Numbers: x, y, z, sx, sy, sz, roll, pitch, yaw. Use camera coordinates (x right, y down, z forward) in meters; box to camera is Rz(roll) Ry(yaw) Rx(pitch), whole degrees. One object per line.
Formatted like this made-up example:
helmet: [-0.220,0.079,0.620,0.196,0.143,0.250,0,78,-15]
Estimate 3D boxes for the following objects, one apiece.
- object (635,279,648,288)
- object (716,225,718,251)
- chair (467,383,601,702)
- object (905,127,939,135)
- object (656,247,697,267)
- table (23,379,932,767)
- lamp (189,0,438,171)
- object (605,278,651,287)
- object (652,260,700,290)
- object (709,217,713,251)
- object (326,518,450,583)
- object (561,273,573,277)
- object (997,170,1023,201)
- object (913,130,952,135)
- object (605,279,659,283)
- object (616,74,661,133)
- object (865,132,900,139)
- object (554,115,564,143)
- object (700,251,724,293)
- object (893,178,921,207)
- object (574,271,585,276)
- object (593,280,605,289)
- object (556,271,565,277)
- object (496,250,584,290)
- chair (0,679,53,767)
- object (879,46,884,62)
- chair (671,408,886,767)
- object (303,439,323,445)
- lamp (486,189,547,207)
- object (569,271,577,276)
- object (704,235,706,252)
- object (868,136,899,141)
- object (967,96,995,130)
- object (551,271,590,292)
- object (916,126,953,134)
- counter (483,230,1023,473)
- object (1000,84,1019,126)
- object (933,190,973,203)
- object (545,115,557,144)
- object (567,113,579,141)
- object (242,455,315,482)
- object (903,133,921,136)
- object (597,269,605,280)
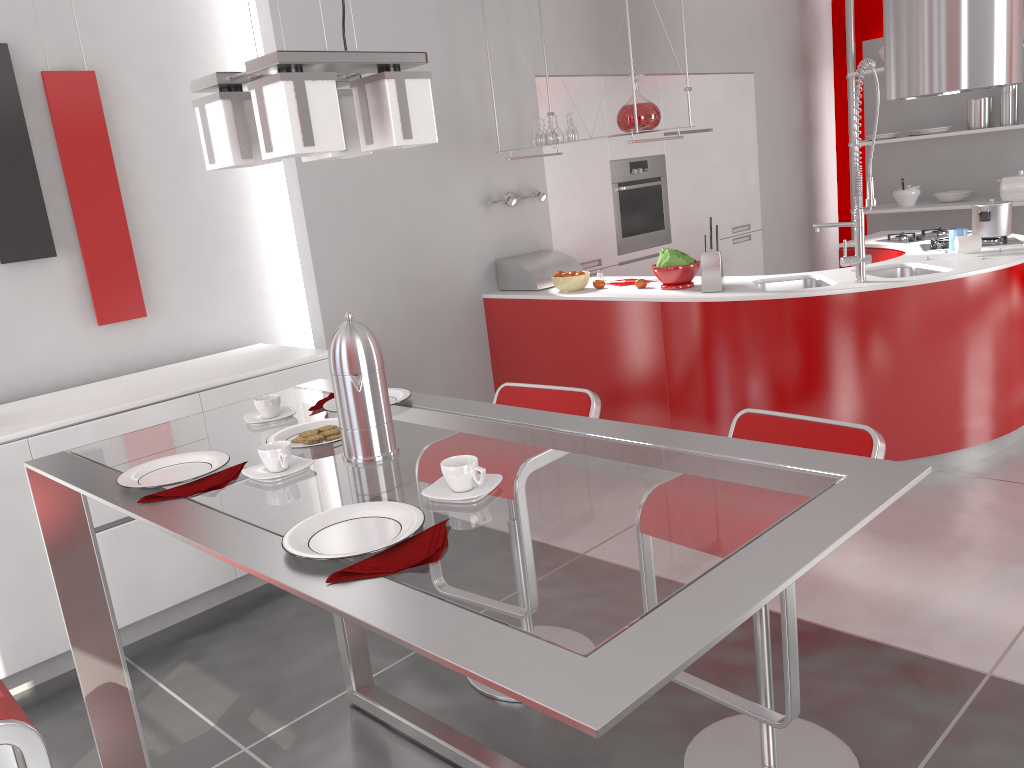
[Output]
object: [0.645,-0.502,4.428,0.064,0.048,0.063,-1,14,24]
object: [0.944,-0.585,4.067,0.012,0.279,0.130,-3,14,17]
chair: [0.027,0.466,2.725,0.418,0.857,0.460,5,17,41]
object: [3.097,-1.897,6.679,0.244,0.042,0.244,3,17,37]
object: [0.799,-0.576,4.276,0.193,0.182,0.198,-17,17,-37]
table: [-0.179,0.635,1.802,0.800,1.000,1.700,-19,18,-42]
lamp: [-0.401,-0.904,1.478,0.304,1.025,0.304,-19,18,-42]
object: [0.603,-0.537,4.691,0.168,0.006,0.266,-11,14,-16]
object: [0.798,-0.525,4.295,0.229,0.118,0.228,-3,14,17]
object: [0.918,-0.602,4.081,0.014,0.322,0.150,-3,14,17]
object: [-0.143,0.239,1.247,0.095,0.012,0.234,6,18,44]
object: [0.289,-0.558,4.639,0.065,0.052,0.062,1,15,30]
object: [3.557,-1.392,6.200,0.282,0.197,0.235,3,16,35]
object: [3.052,-1.812,6.404,0.280,0.015,0.280,-10,14,-14]
object: [0.653,-0.544,4.663,0.375,0.008,0.041,-1,14,23]
object: [0.604,-1.347,4.267,0.213,0.266,0.213,-10,14,-15]
object: [2.793,-1.860,6.680,0.244,0.042,0.244,1,15,30]
object: [0.234,-1.311,4.574,0.060,0.141,0.060,-19,18,-42]
object: [0.918,-0.521,4.073,0.091,0.178,0.137,-2,14,19]
object: [2.981,-1.451,6.699,0.192,0.214,0.192,2,16,32]
object: [0.353,-0.564,4.631,0.062,0.049,0.066,-16,16,-34]
object: [0.451,-0.516,4.596,0.065,0.047,0.063,7,19,45]
object: [0.260,-0.572,4.691,0.055,0.058,0.066,1,15,31]
object: [0.164,-0.647,4.994,0.400,0.170,0.300,-19,18,-42]
chair: [-1.050,0.870,1.566,0.460,0.857,0.418,-18,17,-40]
object: [2.833,-2.438,6.543,0.231,0.191,0.231,-8,13,-3]
chair: [0.610,0.537,2.130,0.460,0.857,0.418,-17,17,-37]
object: [-0.423,0.121,1.887,0.036,0.006,0.034,-17,17,-38]
lamp: [0.047,-1.035,4.953,0.454,0.081,0.155,-19,18,-42]
object: [0.322,-0.574,4.689,0.066,0.049,0.062,5,18,42]
object: [0.892,-0.585,4.084,0.009,0.197,0.091,-3,14,17]
object: [2.795,-1.847,6.683,0.280,0.015,0.280,-8,13,-6]
object: [3.286,-1.899,6.229,0.172,0.205,0.184,-17,17,-37]
object: [0.312,-0.532,4.650,0.201,0.086,0.201,-19,18,-41]
object: [3.051,-1.826,6.401,0.244,0.042,0.244,1,15,30]
counter: [1.398,-0.172,4.677,2.865,0.880,1.868,-9,13,-9]
object: [3.390,-1.931,6.043,0.109,0.329,0.110,6,18,43]
object: [3.289,-1.395,6.616,0.272,0.072,0.272,-4,13,10]
object: [0.193,-1.289,4.501,0.060,0.141,0.060,-1,14,23]
object: [0.304,-1.303,4.504,0.060,0.141,0.060,-19,18,-42]
object: [-0.450,0.165,1.711,0.119,0.016,0.119,6,18,43]
object: [3.098,-1.884,6.682,0.280,0.015,0.280,-8,13,-6]
object: [0.488,-0.602,4.892,0.042,0.066,0.043,-14,15,-29]
